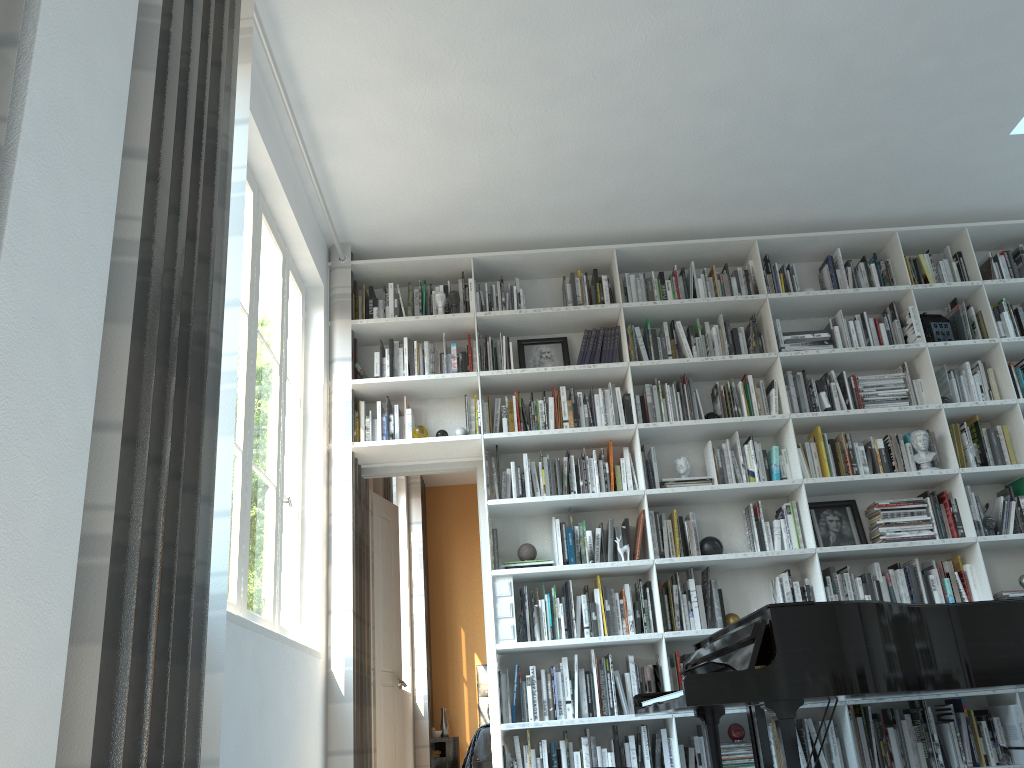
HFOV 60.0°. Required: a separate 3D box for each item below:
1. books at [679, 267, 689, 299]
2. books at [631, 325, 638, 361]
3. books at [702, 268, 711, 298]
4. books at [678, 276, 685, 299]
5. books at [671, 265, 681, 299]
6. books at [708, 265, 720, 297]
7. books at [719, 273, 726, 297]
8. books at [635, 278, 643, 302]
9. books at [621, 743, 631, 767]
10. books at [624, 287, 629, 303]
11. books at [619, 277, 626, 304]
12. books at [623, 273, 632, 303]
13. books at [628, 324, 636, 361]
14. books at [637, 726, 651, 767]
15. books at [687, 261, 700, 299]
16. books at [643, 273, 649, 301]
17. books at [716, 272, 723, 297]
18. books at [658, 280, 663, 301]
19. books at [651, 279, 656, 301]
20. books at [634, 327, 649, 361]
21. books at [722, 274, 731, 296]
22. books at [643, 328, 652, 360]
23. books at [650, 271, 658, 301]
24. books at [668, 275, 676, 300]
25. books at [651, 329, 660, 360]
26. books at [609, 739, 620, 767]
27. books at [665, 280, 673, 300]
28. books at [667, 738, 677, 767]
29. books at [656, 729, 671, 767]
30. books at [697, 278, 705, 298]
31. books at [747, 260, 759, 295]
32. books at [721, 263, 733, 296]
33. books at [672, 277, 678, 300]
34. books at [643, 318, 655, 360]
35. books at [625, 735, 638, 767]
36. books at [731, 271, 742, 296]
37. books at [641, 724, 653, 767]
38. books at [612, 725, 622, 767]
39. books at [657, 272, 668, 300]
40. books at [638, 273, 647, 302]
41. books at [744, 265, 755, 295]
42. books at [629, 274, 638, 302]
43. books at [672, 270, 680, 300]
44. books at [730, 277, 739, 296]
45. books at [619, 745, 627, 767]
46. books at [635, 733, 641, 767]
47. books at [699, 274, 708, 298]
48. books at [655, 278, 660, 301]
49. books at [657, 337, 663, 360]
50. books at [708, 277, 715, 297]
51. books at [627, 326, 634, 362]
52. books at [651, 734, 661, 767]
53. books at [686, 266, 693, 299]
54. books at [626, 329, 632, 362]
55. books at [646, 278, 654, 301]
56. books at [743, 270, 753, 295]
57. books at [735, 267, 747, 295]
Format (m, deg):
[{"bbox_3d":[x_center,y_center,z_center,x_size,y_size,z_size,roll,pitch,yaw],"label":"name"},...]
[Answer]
[{"bbox_3d":[1.031,-0.542,5.325,0.013,0.275,0.165,-4,-21,-1],"label":"books"},{"bbox_3d":[0.715,-0.183,5.192,0.010,0.286,0.149,-4,-21,-1],"label":"books"},{"bbox_3d":[1.167,-0.542,5.339,0.014,0.268,0.157,-4,-21,-1],"label":"books"},{"bbox_3d":[1.012,-0.516,5.331,0.029,0.234,0.130,-4,-21,-1],"label":"books"},{"bbox_3d":[0.990,-0.548,5.331,0.010,0.297,0.151,-4,-21,-1],"label":"books"},{"bbox_3d":[1.211,-0.551,5.322,0.014,0.265,0.193,-4,-21,-1],"label":"books"},{"bbox_3d":[1.247,-0.528,5.306,0.013,0.206,0.178,-4,-22,-1],"label":"books"},{"bbox_3d":[0.755,-0.497,5.311,0.023,0.219,0.182,-4,-22,-1],"label":"books"},{"bbox_3d":[0.571,1.894,4.383,0.022,0.224,0.141,-4,-21,-1],"label":"books"},{"bbox_3d":[0.680,-0.469,5.316,0.024,0.182,0.134,-4,-21,-1],"label":"books"},{"bbox_3d":[0.652,-0.499,5.311,0.029,0.236,0.157,-4,-21,-1],"label":"books"},{"bbox_3d":[0.699,-0.512,5.342,0.021,0.278,0.141,-4,-21,-1],"label":"books"},{"bbox_3d":[0.703,-0.184,5.216,0.014,0.307,0.130,-4,-21,-1],"label":"books"},{"bbox_3d":[0.657,1.852,4.390,0.021,0.294,0.188,-4,-21,-1],"label":"books"},{"bbox_3d":[1.095,-0.560,5.344,0.014,0.314,0.167,-4,-21,-1],"label":"books"},{"bbox_3d":[0.795,-0.514,5.316,0.012,0.249,0.175,-4,-21,-1],"label":"books"},{"bbox_3d":[1.230,-0.532,5.321,0.021,0.227,0.161,-4,-21,-1],"label":"books"},{"bbox_3d":[0.886,-0.496,5.331,0.012,0.215,0.151,-4,-21,-1],"label":"books"},{"bbox_3d":[0.839,-0.496,5.310,0.014,0.206,0.167,-4,-22,-1],"label":"books"},{"bbox_3d":[0.754,-0.177,5.196,0.067,0.273,0.168,-4,-21,-1],"label":"books"},{"bbox_3d":[1.267,-0.527,5.303,0.026,0.199,0.188,-4,-22,-1],"label":"books"},{"bbox_3d":[0.794,-0.176,5.188,0.011,0.259,0.158,-4,-21,-1],"label":"books"},{"bbox_3d":[0.849,-0.523,5.323,0.010,0.263,0.161,-4,-21,-1],"label":"books"},{"bbox_3d":[0.956,-0.514,5.323,0.013,0.233,0.155,-4,-21,-1],"label":"books"},{"bbox_3d":[0.826,-0.172,5.178,0.031,0.241,0.182,-4,-21,-1],"label":"books"},{"bbox_3d":[0.511,1.882,4.370,0.023,0.243,0.189,-4,-21,-1],"label":"books"},{"bbox_3d":[0.936,-0.496,5.320,0.030,0.200,0.152,-4,-21,-1],"label":"books"},{"bbox_3d":[0.783,1.865,4.362,0.017,0.232,0.213,-4,-22,-1],"label":"books"},{"bbox_3d":[0.759,1.863,4.409,0.027,0.275,0.144,-4,-21,-1],"label":"books"},{"bbox_3d":[1.122,-0.506,5.314,0.031,0.189,0.182,-4,-22,-1],"label":"books"},{"bbox_3d":[1.439,-0.574,5.334,0.026,0.287,0.176,-4,-21,-1],"label":"books"},{"bbox_3d":[1.294,-0.562,5.336,0.013,0.284,0.160,-4,-21,-1],"label":"books"},{"bbox_3d":[0.969,-0.509,5.313,0.011,0.215,0.160,-4,-21,-1],"label":"books"},{"bbox_3d":[0.803,-0.205,5.190,0.012,0.313,0.172,-4,-21,-1],"label":"books"},{"bbox_3d":[0.595,1.877,4.387,0.027,0.255,0.179,-4,-21,-1],"label":"books"},{"bbox_3d":[1.345,-0.541,5.332,0.026,0.236,0.149,-4,-21,-1],"label":"books"},{"bbox_3d":[0.673,1.846,4.389,0.012,0.302,0.166,-4,-21,-1],"label":"books"},{"bbox_3d":[0.527,1.862,4.410,0.013,0.309,0.131,-4,-21,-1],"label":"books"},{"bbox_3d":[0.905,-0.522,5.340,0.028,0.267,0.152,-4,-21,-1],"label":"books"},{"bbox_3d":[0.777,-0.512,5.320,0.023,0.250,0.171,-4,-21,-1],"label":"books"},{"bbox_3d":[1.420,-0.561,5.334,0.014,0.266,0.172,-4,-21,-1],"label":"books"},{"bbox_3d":[0.726,-0.509,5.321,0.031,0.253,0.146,-4,-21,-1],"label":"books"},{"bbox_3d":[0.980,-0.527,5.320,0.013,0.250,0.184,-4,-21,-1],"label":"books"},{"bbox_3d":[1.319,-0.519,5.312,0.031,0.184,0.177,-4,-22,-1],"label":"books"},{"bbox_3d":[0.549,1.905,4.392,0.024,0.213,0.137,-4,-21,-1],"label":"books"},{"bbox_3d":[0.628,1.879,4.411,0.040,0.263,0.138,-4,-21,-1],"label":"books"},{"bbox_3d":[1.149,-0.526,5.331,0.026,0.235,0.135,-4,-21,-1],"label":"books"},{"bbox_3d":[0.867,-0.501,5.342,0.025,0.234,0.130,-4,-21,-1],"label":"books"},{"bbox_3d":[0.855,-0.150,5.184,0.024,0.200,0.154,-4,-21,-1],"label":"books"},{"bbox_3d":[1.191,-0.515,5.337,0.029,0.212,0.142,-4,-21,-1],"label":"books"},{"bbox_3d":[0.691,-0.179,5.192,0.013,0.282,0.159,-4,-21,-1],"label":"books"},{"bbox_3d":[0.714,1.874,4.402,0.065,0.255,0.156,-4,-21,-1],"label":"books"},{"bbox_3d":[1.064,-0.543,5.323,0.052,0.271,0.173,-4,-21,-1],"label":"books"},{"bbox_3d":[0.674,-0.171,5.173,0.023,0.255,0.175,-4,-21,-1],"label":"books"},{"bbox_3d":[0.817,-0.500,5.297,0.029,0.207,0.179,-4,-22,-1],"label":"books"},{"bbox_3d":[1.401,-0.544,5.319,0.026,0.224,0.173,-4,-21,-1],"label":"books"},{"bbox_3d":[1.372,-0.551,5.344,0.029,0.260,0.152,-4,-21,-1],"label":"books"}]
